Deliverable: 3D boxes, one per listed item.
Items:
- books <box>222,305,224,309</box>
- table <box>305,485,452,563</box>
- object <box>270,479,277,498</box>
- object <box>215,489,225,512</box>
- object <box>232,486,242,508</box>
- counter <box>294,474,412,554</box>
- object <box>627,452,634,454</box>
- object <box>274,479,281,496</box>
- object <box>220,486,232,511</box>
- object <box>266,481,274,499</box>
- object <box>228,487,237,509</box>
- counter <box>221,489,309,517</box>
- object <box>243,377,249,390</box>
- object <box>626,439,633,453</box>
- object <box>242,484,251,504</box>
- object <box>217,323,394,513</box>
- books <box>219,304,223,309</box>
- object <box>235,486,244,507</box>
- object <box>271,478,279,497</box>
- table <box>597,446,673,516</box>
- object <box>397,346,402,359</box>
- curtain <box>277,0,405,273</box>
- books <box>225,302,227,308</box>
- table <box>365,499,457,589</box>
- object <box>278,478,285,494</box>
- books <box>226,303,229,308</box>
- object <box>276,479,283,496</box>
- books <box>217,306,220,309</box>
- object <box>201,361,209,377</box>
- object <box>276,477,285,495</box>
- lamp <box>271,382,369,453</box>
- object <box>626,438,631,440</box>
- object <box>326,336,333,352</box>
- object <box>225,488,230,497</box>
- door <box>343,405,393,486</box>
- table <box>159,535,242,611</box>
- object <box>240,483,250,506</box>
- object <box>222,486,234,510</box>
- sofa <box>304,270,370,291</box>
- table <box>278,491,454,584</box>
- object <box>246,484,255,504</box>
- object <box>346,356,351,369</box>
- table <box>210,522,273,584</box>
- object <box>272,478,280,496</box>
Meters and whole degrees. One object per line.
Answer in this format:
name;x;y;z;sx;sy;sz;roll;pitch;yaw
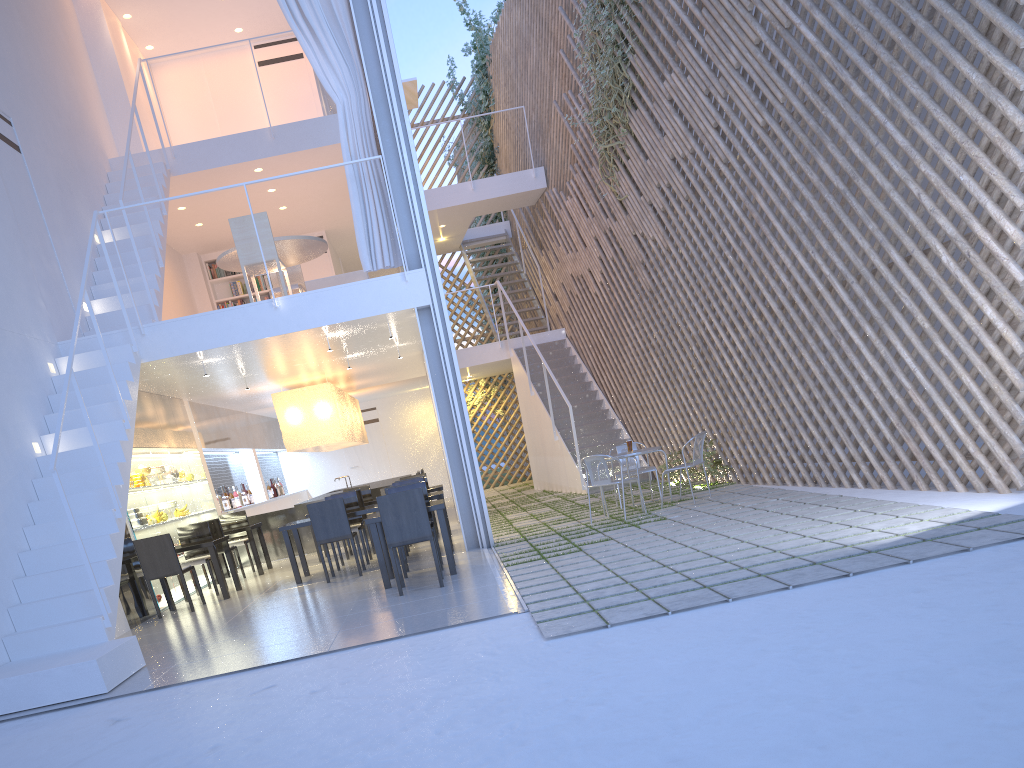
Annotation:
books;-2.608;-0.643;7.498;0.021;0.131;0.086;-12;10;-6
table;-0.885;0.944;5.585;0.914;0.353;0.331;-12;7;-2
object;-2.423;1.058;8.338;0.044;0.206;0.043;-14;16;-12
object;-2.227;0.782;5.500;0.046;0.303;1.791;-12;-3;-5
object;-2.313;0.947;6.902;0.044;0.198;0.039;-11;16;-3
counter;-1.308;1.121;7.439;0.812;0.393;2.415;-12;-3;-5
object;-0.761;0.473;4.588;2.873;0.430;0.034;-12;16;2
object;-2.467;1.089;8.632;0.045;0.199;0.042;3;21;41
object;-2.206;0.782;5.564;0.047;0.303;1.912;-12;-3;-5
object;-2.429;1.059;8.238;0.040;0.193;0.040;-20;18;-32
object;-2.214;0.783;5.580;0.058;0.307;2.326;-12;-3;-5
counter;-2.331;1.347;8.017;0.232;0.454;3.486;-12;-3;-6
object;-1.730;-0.004;5.350;0.029;0.084;0.026;-9;15;7
object;0.657;0.347;4.591;0.031;0.082;0.029;1;18;40
object;-2.359;0.979;7.302;0.044;0.206;0.043;-14;16;-12
object;-1.497;0.341;5.354;1.663;0.868;1.767;-12;1;-6
books;-2.634;-0.647;7.496;0.015;0.151;0.082;-12;12;-6
object;-2.330;0.959;7.022;0.045;0.199;0.042;4;21;42
object;-2.452;1.067;8.479;0.046;0.217;0.042;-11;16;-4
table;0.703;0.560;4.740;0.327;0.355;0.349;-18;9;-41
object;-0.739;-0.208;5.370;0.029;0.084;0.026;-9;15;7
curtain;-1.010;-1.765;3.781;0.513;2.578;0.089;-12;16;-4
books;-2.583;-0.663;7.498;0.011;0.163;0.076;-12;13;-6
table;-0.461;0.746;3.856;0.358;0.353;0.332;-12;7;-3
object;-2.474;1.100;8.805;0.044;0.198;0.039;-8;16;8
books;-2.569;-0.660;7.502;0.015;0.151;0.073;-12;12;-6
object;-2.457;1.090;8.685;0.046;0.199;0.041;-11;15;-4
books;-2.647;-0.637;7.495;0.015;0.137;0.089;-12;10;-6
object;-1.647;-0.081;4.404;0.029;0.084;0.026;-9;15;7
object;-2.472;1.088;8.742;0.047;0.216;0.042;1;19;36
lamp;-1.611;0.337;7.190;0.446;0.443;2.210;-12;-3;-6
object;0.681;0.354;4.774;0.031;0.082;0.029;1;18;40
object;-0.985;-0.218;4.416;0.029;0.084;0.026;-9;15;7
object;-2.242;0.795;5.652;0.067;0.303;2.055;-12;-3;-6
door;-2.023;0.817;7.110;0.485;1.236;5.207;-9;-2;7
table;-1.782;1.072;4.676;0.358;0.353;0.332;-12;7;-3
object;-2.327;0.957;7.142;0.046;0.216;0.043;-11;16;-2
object;-2.209;0.785;5.609;0.106;0.302;1.982;-11;-3;-4
sofa;-1.204;-0.479;5.904;0.498;0.387;0.942;-12;0;-5
table;-0.807;0.871;4.695;0.914;0.353;0.331;-12;7;-2
object;-2.349;0.988;7.371;0.040;0.193;0.040;-20;18;-32
object;-1.068;-0.141;5.363;0.029;0.084;0.026;-9;15;7
table;-1.860;1.144;5.566;0.358;0.353;0.332;-12;7;-3
object;-2.463;1.075;8.561;0.046;0.216;0.043;-11;16;-2
